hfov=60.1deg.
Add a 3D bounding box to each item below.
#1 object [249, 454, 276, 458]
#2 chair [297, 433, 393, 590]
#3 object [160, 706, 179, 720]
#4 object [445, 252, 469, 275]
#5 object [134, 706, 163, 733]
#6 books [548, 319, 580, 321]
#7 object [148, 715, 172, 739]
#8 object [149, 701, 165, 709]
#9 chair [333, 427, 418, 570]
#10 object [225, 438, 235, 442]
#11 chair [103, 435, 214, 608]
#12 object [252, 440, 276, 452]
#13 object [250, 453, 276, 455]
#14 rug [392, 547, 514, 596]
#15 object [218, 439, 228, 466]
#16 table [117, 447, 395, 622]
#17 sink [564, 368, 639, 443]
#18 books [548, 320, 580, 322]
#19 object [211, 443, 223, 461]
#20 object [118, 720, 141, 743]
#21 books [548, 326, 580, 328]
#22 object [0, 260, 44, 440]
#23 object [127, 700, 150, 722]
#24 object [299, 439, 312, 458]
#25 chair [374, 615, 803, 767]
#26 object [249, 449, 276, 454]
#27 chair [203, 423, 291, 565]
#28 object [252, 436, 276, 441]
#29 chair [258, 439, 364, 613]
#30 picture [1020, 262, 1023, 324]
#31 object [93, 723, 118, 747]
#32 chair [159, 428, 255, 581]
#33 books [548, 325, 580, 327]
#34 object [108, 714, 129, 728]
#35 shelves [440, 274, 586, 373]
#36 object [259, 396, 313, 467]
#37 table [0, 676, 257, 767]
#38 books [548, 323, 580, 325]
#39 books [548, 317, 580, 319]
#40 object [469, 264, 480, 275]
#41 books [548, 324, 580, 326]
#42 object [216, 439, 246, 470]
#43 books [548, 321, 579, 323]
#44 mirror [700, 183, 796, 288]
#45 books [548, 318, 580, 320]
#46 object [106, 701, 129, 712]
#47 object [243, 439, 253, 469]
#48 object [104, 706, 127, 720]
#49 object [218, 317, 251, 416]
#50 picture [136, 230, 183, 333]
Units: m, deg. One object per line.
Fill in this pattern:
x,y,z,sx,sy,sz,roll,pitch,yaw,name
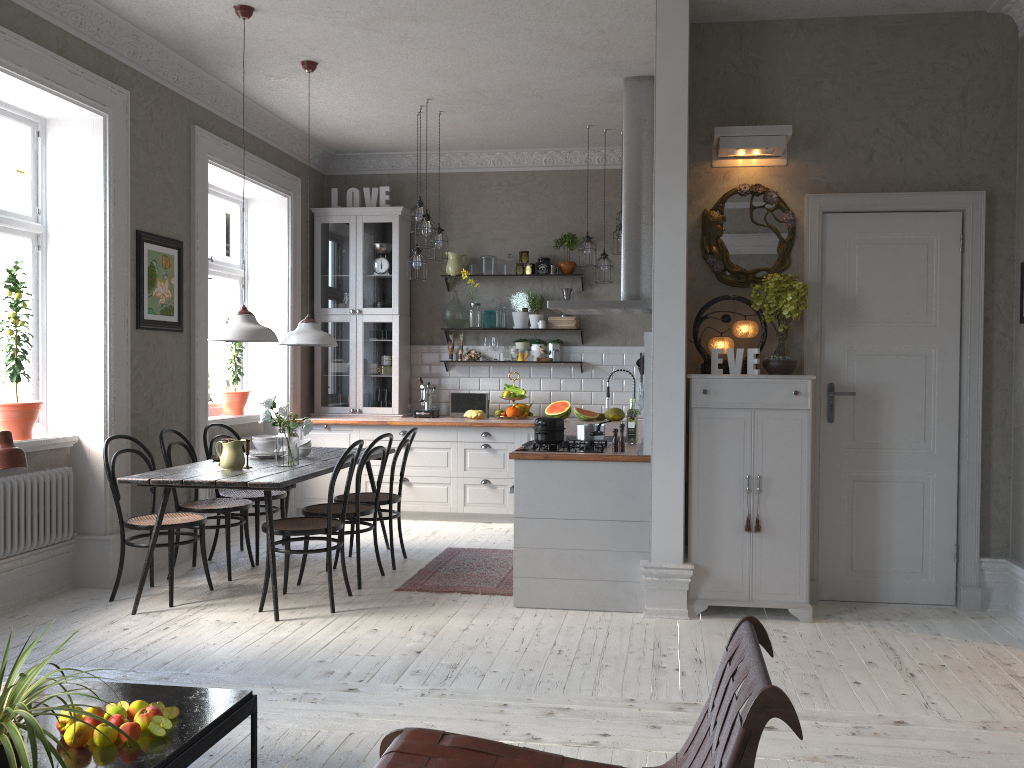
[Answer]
-1.580,0.459,5.710,0.233,0.027,0.241,1,1,27,object
-1.015,0.755,5.443,0.543,0.920,0.443,1,1,16,chair
-1.006,0.958,2.580,0.046,0.037,0.068,1,1,36,object
-0.515,-1.103,8.168,0.188,0.216,0.176,1,1,23,object
-1.028,0.946,2.504,0.073,0.064,0.077,1,2,40,object
0.476,-0.585,8.103,0.257,0.016,0.160,1,1,21,books
-0.981,0.953,2.459,0.058,0.053,0.060,1,1,15,object
-1.057,0.957,2.628,0.047,0.036,0.062,1,1,20,object
-0.912,0.746,5.920,0.547,0.920,0.440,1,1,6,chair
-1.644,0.397,5.170,0.061,0.172,0.063,1,1,30,object
-2.021,0.755,5.055,0.543,0.920,0.443,1,1,16,chair
-1.580,0.406,5.708,0.180,0.094,0.179,0,1,0,object
-1.580,0.450,5.710,0.241,0.027,0.233,0,1,-23,object
-0.227,1.205,5.784,0.731,0.014,1.297,1,1,10,rug
-1.691,0.396,5.250,0.097,0.172,0.095,0,1,-10,object
-1.454,0.843,5.521,0.899,0.735,1.932,1,1,10,table
0.568,0.252,5.819,0.525,0.720,0.489,1,1,9,sink
0.476,-0.574,8.104,0.258,0.011,0.159,1,1,14,books
-1.793,0.419,5.508,0.140,0.112,0.138,0,1,-9,object
-1.043,0.951,2.420,0.056,0.058,0.057,1,1,34,object
0.476,-0.520,8.105,0.258,0.011,0.159,1,1,14,books
-2.721,-0.191,4.855,0.276,0.991,0.264,-1,2,-42,object
-1.078,0.946,2.560,0.060,0.062,0.063,0,1,-10,object
-1.359,0.415,5.722,0.122,0.119,0.129,1,1,25,object
0.111,0.934,2.017,1.011,0.721,0.510,1,1,8,chair
-1.580,0.442,5.710,0.233,0.027,0.242,1,1,32,object
-1.822,0.736,6.085,0.541,0.920,0.444,1,1,21,chair
-1.580,0.386,5.708,0.180,0.094,0.179,0,1,0,object
-1.106,0.765,4.914,0.547,0.920,0.440,1,1,6,chair
2.703,-0.485,4.533,0.014,0.331,0.492,1,1,10,picture
-1.104,0.948,2.405,0.060,0.063,0.063,1,2,40,object
-1.926,0.745,5.606,0.547,0.920,0.440,1,1,6,chair
0.476,-0.531,8.105,0.257,0.016,0.160,1,1,21,books
-1.098,0.949,2.469,0.056,0.058,0.058,0,1,0,object
0.011,-0.536,8.162,1.309,0.923,0.230,1,1,8,shelves
-1.325,0.277,5.211,0.310,0.414,0.252,1,1,7,object
-1.346,1.131,2.231,0.844,0.303,1.318,1,1,9,table
0.476,-0.552,8.104,0.258,0.011,0.159,1,1,14,books
0.476,-0.606,8.103,0.258,0.011,0.159,1,1,14,books
-0.348,-1.050,8.205,0.102,0.111,0.104,1,1,9,object
0.476,-0.542,8.104,0.258,0.016,0.159,1,1,17,books
-1.598,0.401,5.043,0.152,0.170,0.133,0,1,-30,object
0.476,-0.564,8.104,0.259,0.011,0.159,1,1,11,books
1.341,-0.846,5.029,0.529,0.593,0.071,1,1,8,mirror
0.476,-0.596,8.103,0.258,0.016,0.159,1,1,17,books
-1.152,0.956,2.587,0.064,0.039,0.067,1,1,15,object
-1.529,0.402,5.118,0.058,0.167,0.060,1,1,22,object
-1.129,0.948,2.521,0.063,0.058,0.060,0,1,-36,object
-2.292,-0.149,7.319,0.255,0.813,0.265,1,1,36,object
-2.282,-0.654,5.762,0.020,0.619,0.524,1,1,10,picture
